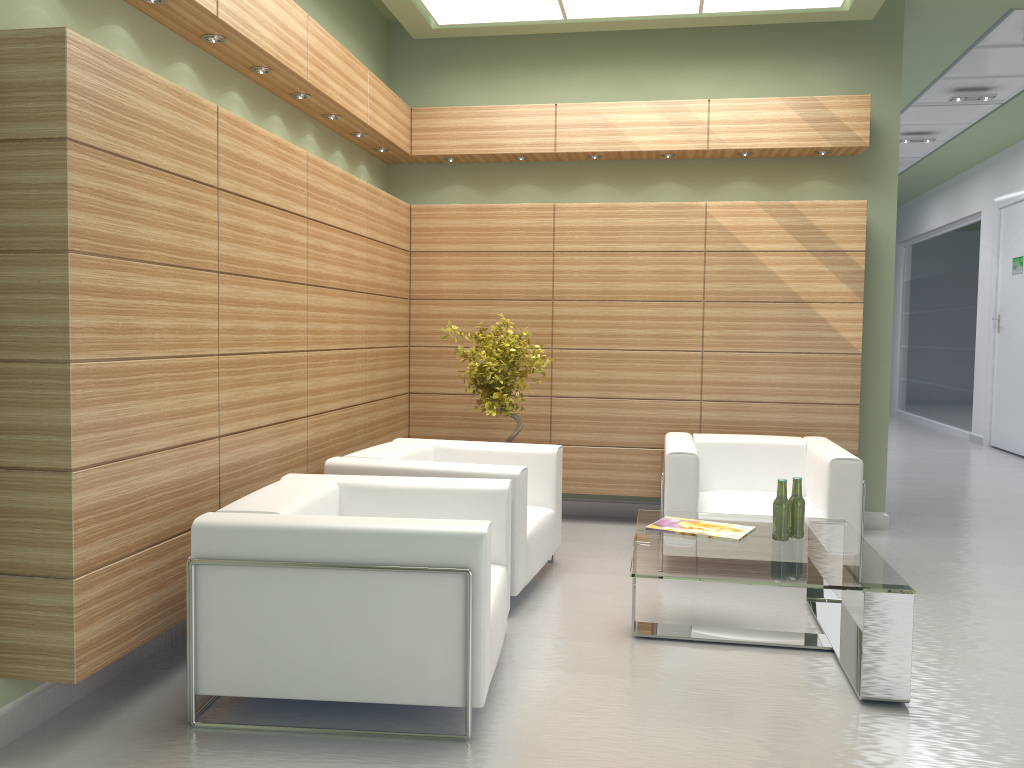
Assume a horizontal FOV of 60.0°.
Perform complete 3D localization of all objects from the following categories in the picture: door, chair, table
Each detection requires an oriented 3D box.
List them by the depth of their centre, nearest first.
[{"bbox_3d":[-0.946,1.368,6.040,1.802,1.234,1.894,1,3,5],"label":"chair"},{"bbox_3d":[1.827,1.583,6.801,1.783,0.742,2.197,1,3,10],"label":"table"},{"bbox_3d":[-0.543,1.241,8.326,1.769,1.234,1.894,2,3,14],"label":"chair"},{"bbox_3d":[2.511,1.230,9.274,1.894,1.234,1.802,1,3,10],"label":"chair"},{"bbox_3d":[10.220,-1.155,18.073,0.250,5.083,2.089,1,3,10],"label":"door"}]

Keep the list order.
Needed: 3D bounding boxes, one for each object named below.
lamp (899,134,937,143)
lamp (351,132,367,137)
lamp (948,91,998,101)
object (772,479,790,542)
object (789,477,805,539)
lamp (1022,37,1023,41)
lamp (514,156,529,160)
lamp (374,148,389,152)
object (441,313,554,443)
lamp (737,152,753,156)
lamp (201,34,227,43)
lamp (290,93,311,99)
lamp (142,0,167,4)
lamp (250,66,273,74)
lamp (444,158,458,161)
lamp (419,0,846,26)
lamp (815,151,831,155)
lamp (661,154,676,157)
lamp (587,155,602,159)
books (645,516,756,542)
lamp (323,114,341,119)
[{"bbox_3d":[8.019,-4.879,17.557,0.657,0.159,0.286,1,3,10],"label":"lamp"},{"bbox_3d":[-1.695,-2.788,9.830,0.181,0.074,0.181,0,3,-19],"label":"lamp"},{"bbox_3d":[7.490,-4.705,14.418,0.657,0.159,0.286,1,3,10],"label":"lamp"},{"bbox_3d":[2.083,0.972,6.857,0.131,0.475,0.131,-1,4,-26],"label":"object"},{"bbox_3d":[2.230,0.969,6.954,0.131,0.475,0.131,-1,4,-26],"label":"object"},{"bbox_3d":[6.982,-4.539,11.413,0.657,0.159,0.286,1,3,10],"label":"lamp"},{"bbox_3d":[0.116,-2.832,11.020,0.181,0.074,0.181,1,3,4],"label":"lamp"},{"bbox_3d":[-1.561,-2.832,10.626,0.181,0.074,0.181,0,3,-7],"label":"lamp"},{"bbox_3d":[-0.220,0.480,9.889,1.201,2.565,1.116,-1,4,-22],"label":"object"},{"bbox_3d":[2.782,-2.768,10.573,0.181,0.074,0.181,-1,4,-30],"label":"lamp"},{"bbox_3d":[-2.233,-2.612,6.644,0.181,0.074,0.181,0,3,-7],"label":"lamp"},{"bbox_3d":[-1.965,-2.700,8.236,0.181,0.074,0.181,0,3,-7],"label":"lamp"},{"bbox_3d":[-2.368,-2.568,5.844,0.181,0.074,0.181,0,3,-7],"label":"lamp"},{"bbox_3d":[-2.100,-2.656,7.434,0.181,0.074,0.181,0,3,-19],"label":"lamp"},{"bbox_3d":[-0.770,-2.853,11.168,0.181,0.074,0.181,1,3,4],"label":"lamp"},{"bbox_3d":[0.955,-4.213,7.624,4.571,0.325,5.060,1,3,10],"label":"lamp"},{"bbox_3d":[3.654,-2.747,10.427,0.181,0.074,0.181,1,3,4],"label":"lamp"},{"bbox_3d":[1.891,-2.789,10.722,0.181,0.074,0.181,1,3,4],"label":"lamp"},{"bbox_3d":[1.013,-2.810,10.869,0.181,0.074,0.181,-1,4,-30],"label":"lamp"},{"bbox_3d":[1.528,1.171,7.186,0.762,0.025,0.508,3,4,29],"label":"books"},{"bbox_3d":[-1.832,-2.744,9.022,0.181,0.074,0.181,0,3,-7],"label":"lamp"}]
